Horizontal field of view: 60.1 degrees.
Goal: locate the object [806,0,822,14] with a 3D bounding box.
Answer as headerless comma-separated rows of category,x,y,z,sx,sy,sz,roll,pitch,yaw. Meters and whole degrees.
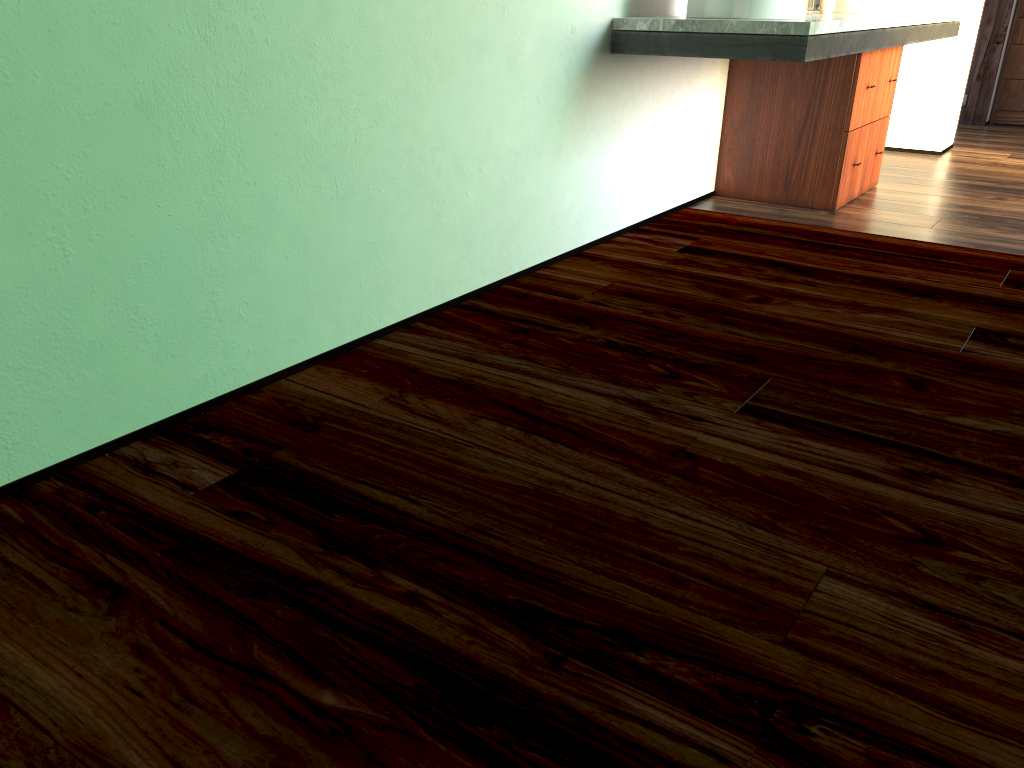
object,1.158,-1.466,3.388,0.040,0.090,0.056,23,32,40

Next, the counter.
counter,1.174,-1.348,3.363,0.600,0.101,2.210,16,28,31

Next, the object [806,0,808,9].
object,1.116,-1.617,3.473,0.118,0.305,0.244,-11,27,-27

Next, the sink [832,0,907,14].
sink,1.477,-1.638,3.739,0.361,0.131,0.354,5,24,11

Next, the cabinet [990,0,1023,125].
cabinet,3.729,-1.995,5.494,1.163,0.800,0.394,16,28,32

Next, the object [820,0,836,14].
object,1.242,-1.542,3.484,0.071,0.158,0.069,9,25,16

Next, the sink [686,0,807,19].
sink,0.728,-1.204,2.741,0.365,0.131,0.349,18,29,34

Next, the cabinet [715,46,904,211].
cabinet,1.244,-1.104,3.670,0.523,0.600,0.645,16,28,31

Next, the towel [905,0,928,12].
towel,1.948,-2.040,4.392,0.157,0.636,0.263,-16,29,-34
